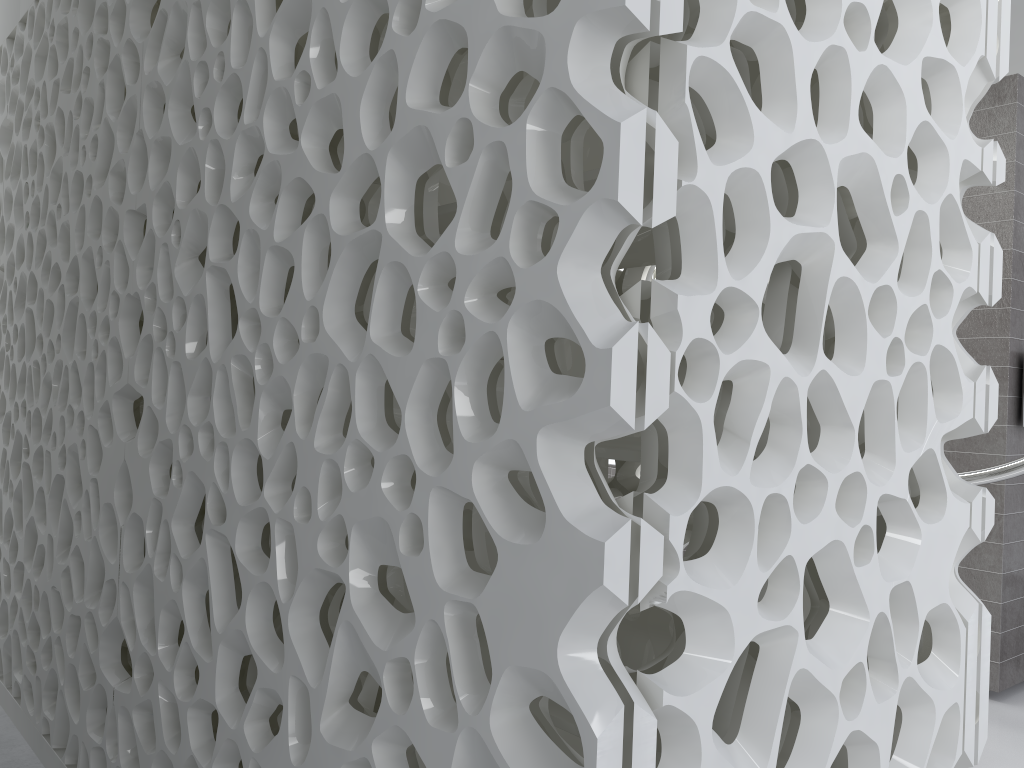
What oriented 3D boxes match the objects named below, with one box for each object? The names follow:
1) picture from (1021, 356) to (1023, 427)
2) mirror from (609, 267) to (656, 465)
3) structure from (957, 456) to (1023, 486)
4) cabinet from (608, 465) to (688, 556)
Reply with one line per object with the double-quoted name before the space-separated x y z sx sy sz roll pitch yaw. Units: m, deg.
"picture" 2.559 0.033 4.252 0.682 0.351 0.060 3 -1 -40
"mirror" 0.748 -0.454 5.873 0.030 1.980 1.100 3 -1 -40
"structure" 2.146 0.571 5.770 5.250 2.080 5.433 1 -1 45
"cabinet" 0.825 0.975 5.967 0.461 0.870 1.200 3 -1 -40
